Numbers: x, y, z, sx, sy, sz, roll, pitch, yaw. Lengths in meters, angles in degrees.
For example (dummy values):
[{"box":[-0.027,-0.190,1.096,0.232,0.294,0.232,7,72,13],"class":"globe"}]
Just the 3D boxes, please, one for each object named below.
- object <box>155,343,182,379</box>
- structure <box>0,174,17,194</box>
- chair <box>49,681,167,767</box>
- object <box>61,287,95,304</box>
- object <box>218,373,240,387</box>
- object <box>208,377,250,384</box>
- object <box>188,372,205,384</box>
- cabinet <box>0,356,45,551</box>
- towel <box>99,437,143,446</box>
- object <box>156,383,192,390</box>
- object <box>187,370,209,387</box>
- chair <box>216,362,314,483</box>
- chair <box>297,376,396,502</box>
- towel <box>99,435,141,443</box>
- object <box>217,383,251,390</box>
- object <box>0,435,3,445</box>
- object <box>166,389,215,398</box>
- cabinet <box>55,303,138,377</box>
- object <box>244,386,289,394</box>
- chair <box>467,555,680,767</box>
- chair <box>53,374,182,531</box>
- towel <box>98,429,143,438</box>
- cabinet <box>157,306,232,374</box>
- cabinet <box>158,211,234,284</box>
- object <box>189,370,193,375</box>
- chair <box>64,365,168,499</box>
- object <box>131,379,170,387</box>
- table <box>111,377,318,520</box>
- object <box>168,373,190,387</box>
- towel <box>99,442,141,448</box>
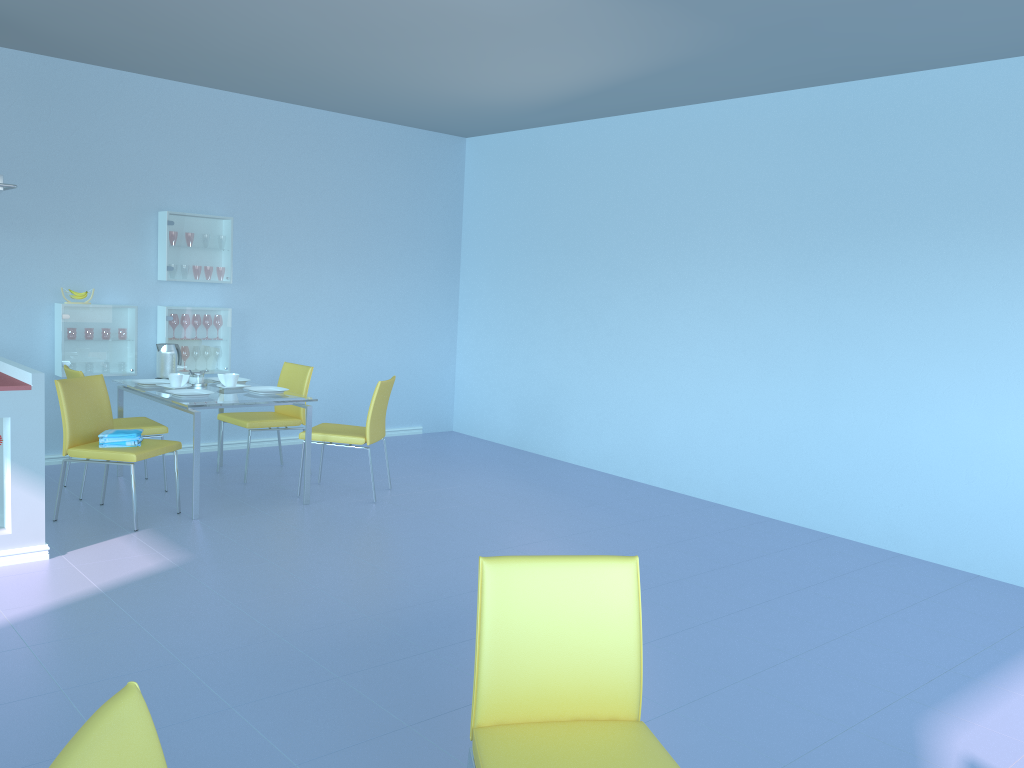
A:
[{"box":[-2.106,-0.135,5.419,0.132,0.222,0.146,3,6,1],"class":"object"},{"box":[-2.777,-1.356,4.089,0.695,0.962,0.895,-2,8,-42],"class":"structure"},{"box":[-0.299,0.775,1.083,0.484,0.699,0.387,2,6,-6],"class":"chair"},{"box":[-2.705,-0.548,5.527,0.077,0.100,0.203,8,8,40],"class":"object"},{"box":[-1.651,-0.017,5.190,0.111,0.083,0.091,5,6,20],"class":"object"},{"box":[-1.742,-0.019,5.470,0.228,0.020,0.228,-3,9,-45],"class":"object"},{"box":[-1.862,-0.031,5.237,0.090,0.071,0.087,4,6,13],"class":"object"},{"box":[-3.399,0.284,3.697,2.200,0.800,2.139,-2,8,-42],"class":"cabinet"},{"box":[-1.966,0.282,4.465,0.195,0.024,0.201,1,6,-17],"class":"towel"},{"box":[-1.894,0.018,5.048,0.194,0.020,0.190,8,8,39],"class":"object"},{"box":[-1.848,-0.032,5.254,0.123,0.081,0.166,8,8,39],"class":"object"},{"box":[-1.552,0.224,5.623,0.484,0.695,0.387,-3,8,-44],"class":"chair"},{"box":[-0.957,0.297,5.229,0.484,0.695,0.387,4,6,6],"class":"chair"},{"box":[-1.968,0.267,4.461,0.195,0.027,0.192,1,6,-21],"class":"towel"},{"box":[-1.657,0.017,5.180,0.194,0.020,0.190,6,7,29],"class":"object"},{"box":[-2.157,0.411,3.661,0.090,0.427,0.054,2,6,-10],"class":"object"},{"box":[-1.741,0.052,4.797,0.228,0.020,0.228,-3,9,-45],"class":"object"},{"box":[-2.630,-0.278,5.622,0.450,0.450,0.173,-2,8,-42],"class":"cabinet"},{"box":[-1.413,0.037,5.101,0.228,0.020,0.228,-3,9,-45],"class":"object"},{"box":[0.122,0.730,1.688,0.387,0.695,0.484,2,6,-11],"class":"chair"},{"box":[-1.988,0.325,4.463,0.484,0.695,0.387,4,6,12],"class":"chair"},{"box":[-1.970,0.250,4.461,0.195,0.033,0.190,1,6,-15],"class":"towel"},{"box":[-2.158,-0.298,6.041,0.450,0.450,0.173,-2,8,-42],"class":"cabinet"},{"box":[-2.126,-0.914,5.976,0.450,0.450,0.173,-2,8,-42],"class":"cabinet"},{"box":[-1.869,-0.047,5.205,0.023,0.079,0.077,4,6,13],"class":"object"},{"box":[-2.258,0.250,5.029,0.484,0.695,0.387,-2,8,-39],"class":"chair"},{"box":[-2.087,-0.006,5.172,0.228,0.020,0.228,-2,8,-40],"class":"object"},{"box":[-1.752,0.322,5.147,0.730,0.590,1.173,-2,8,-42],"class":"table"},{"box":[-1.900,-0.014,5.033,0.111,0.083,0.091,7,7,30],"class":"object"},{"box":[-1.970,0.296,4.461,0.195,0.024,0.201,1,7,-22],"class":"towel"}]
